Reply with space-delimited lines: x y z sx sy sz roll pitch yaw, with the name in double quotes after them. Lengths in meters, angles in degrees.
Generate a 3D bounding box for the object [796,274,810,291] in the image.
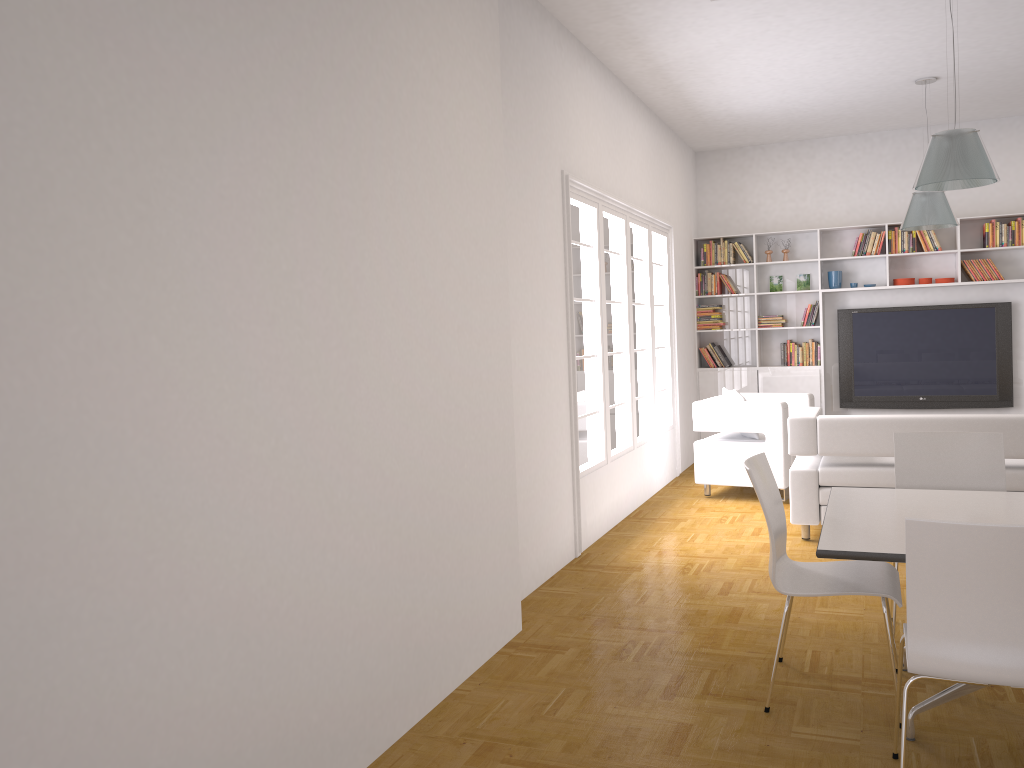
3.210 -1.117 9.767 0.144 0.190 0.052 -1 2 22 "object"

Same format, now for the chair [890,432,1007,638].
2.019 0.714 4.055 0.561 0.930 0.576 -1 2 22 "chair"

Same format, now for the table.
2.370 0.855 3.077 2.410 0.722 1.212 -1 3 22 "table"

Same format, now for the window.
0.941 -0.231 7.348 0.195 2.526 3.354 -1 3 22 "window"

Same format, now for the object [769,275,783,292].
2.942 -1.113 9.876 0.144 0.190 0.052 -1 2 22 "object"

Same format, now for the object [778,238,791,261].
2.978 -1.471 9.770 0.179 0.259 0.119 0 3 43 "object"

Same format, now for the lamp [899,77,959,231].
3.532 -1.957 7.537 0.464 1.249 0.465 -1 2 21 "lamp"

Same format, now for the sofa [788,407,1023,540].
3.236 0.594 5.867 2.622 0.848 0.823 -1 3 22 "sofa"

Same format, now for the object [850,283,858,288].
3.650 -1.049 9.462 0.078 0.056 0.078 -5 4 -43 "object"

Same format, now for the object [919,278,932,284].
4.296 -1.062 9.213 0.128 0.073 0.129 -1 3 19 "object"

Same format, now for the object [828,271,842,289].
3.472 -1.114 9.531 0.147 0.192 0.147 -2 2 11 "object"

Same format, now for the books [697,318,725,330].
2.262 -0.671 10.064 0.284 0.153 0.207 -1 3 22 "books"

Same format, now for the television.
4.324 -0.279 9.341 1.660 1.087 0.082 -1 2 22 "television"

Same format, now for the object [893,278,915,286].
4.107 -1.066 9.289 0.210 0.073 0.211 -2 3 -3 "object"

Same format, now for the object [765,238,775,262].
2.861 -1.477 9.799 0.120 0.279 0.179 -1 3 28 "object"

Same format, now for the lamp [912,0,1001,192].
2.578 -1.790 5.182 0.464 1.249 0.465 -1 2 21 "lamp"

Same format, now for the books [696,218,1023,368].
3.903 -0.934 9.371 3.861 1.454 0.235 -1 2 22 "books"

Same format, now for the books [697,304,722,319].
2.242 -0.819 10.065 0.252 0.153 0.207 -1 3 22 "books"

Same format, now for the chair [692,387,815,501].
2.187 0.476 7.914 0.801 0.911 1.097 -1 3 32 "chair"

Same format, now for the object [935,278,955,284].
4.457 -1.060 9.127 0.182 0.054 0.183 -1 3 19 "object"

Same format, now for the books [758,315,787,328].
2.882 -0.681 9.812 0.284 0.153 0.207 -1 3 22 "books"

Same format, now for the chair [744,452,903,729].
1.241 0.772 3.549 0.575 0.930 0.561 -1 2 22 "chair"

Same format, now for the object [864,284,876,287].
3.795 -1.039 9.404 0.124 0.032 0.124 -2 3 8 "object"

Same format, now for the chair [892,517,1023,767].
1.423 0.816 2.618 0.561 0.930 0.576 -1 2 22 "chair"

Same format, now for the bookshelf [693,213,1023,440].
4.624 -0.448 9.141 5.364 2.478 0.390 -1 2 22 "bookshelf"
